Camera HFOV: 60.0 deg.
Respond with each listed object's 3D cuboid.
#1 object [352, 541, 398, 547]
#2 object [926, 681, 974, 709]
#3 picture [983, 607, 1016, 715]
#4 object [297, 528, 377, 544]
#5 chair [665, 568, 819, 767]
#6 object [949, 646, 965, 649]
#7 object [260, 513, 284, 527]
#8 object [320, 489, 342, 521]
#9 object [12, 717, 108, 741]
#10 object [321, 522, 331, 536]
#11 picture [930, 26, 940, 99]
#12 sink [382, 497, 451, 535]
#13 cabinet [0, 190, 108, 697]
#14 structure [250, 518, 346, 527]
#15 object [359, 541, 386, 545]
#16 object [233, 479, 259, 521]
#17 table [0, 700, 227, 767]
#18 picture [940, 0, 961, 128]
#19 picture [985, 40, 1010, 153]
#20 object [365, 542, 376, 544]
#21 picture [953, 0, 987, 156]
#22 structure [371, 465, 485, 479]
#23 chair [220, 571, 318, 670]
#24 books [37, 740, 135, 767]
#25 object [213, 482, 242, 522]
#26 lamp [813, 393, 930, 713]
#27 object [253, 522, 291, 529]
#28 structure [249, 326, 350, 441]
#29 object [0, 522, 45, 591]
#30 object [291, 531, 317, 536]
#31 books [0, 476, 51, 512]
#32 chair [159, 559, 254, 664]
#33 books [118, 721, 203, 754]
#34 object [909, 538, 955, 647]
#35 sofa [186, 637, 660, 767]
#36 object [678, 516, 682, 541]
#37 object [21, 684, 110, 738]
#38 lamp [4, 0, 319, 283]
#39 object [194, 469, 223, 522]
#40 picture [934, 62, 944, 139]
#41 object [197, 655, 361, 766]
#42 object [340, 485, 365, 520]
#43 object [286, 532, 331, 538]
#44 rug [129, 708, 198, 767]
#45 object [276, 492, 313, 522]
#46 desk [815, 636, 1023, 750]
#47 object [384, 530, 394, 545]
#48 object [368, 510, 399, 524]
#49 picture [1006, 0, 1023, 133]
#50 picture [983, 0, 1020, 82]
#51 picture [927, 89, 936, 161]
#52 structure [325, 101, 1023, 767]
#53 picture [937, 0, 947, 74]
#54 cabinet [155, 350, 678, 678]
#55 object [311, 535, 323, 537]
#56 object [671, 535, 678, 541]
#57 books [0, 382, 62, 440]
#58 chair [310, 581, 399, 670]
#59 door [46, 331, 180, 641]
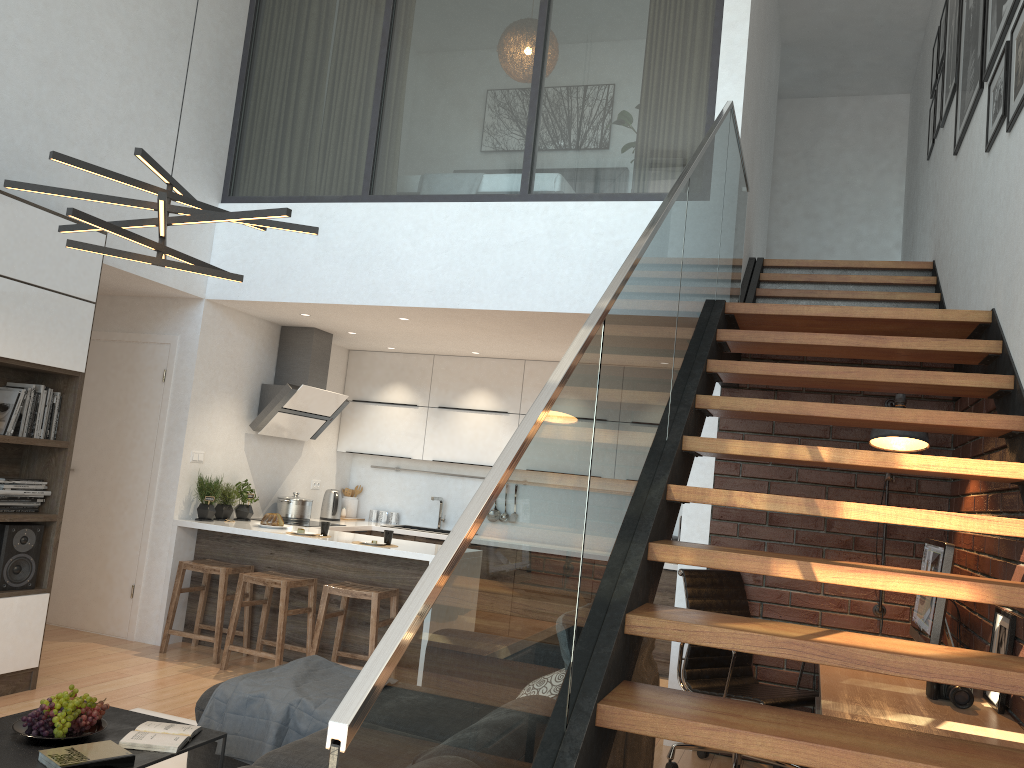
[{"bbox_3d":[-0.893,1.045,5.782,0.304,0.002,0.304,11,-8,-38],"label":"object"},{"bbox_3d":[1.521,1.042,3.058,0.149,0.119,0.166,4,-6,16],"label":"object"},{"bbox_3d":[1.707,0.960,3.104,0.049,0.329,0.279,4,-7,19],"label":"picture"},{"bbox_3d":[-1.155,1.001,5.840,0.597,0.039,0.064,4,-6,15],"label":"object"},{"bbox_3d":[1.194,1.476,4.463,0.651,0.991,0.700,11,-8,-36],"label":"chair"},{"bbox_3d":[1.664,1.067,3.348,0.149,0.160,0.252,3,-7,28],"label":"object"},{"bbox_3d":[-1.702,0.968,6.298,0.155,0.101,0.161,4,-6,15],"label":"object"},{"bbox_3d":[-1.578,1.052,7.736,0.179,0.270,0.220,5,-6,7],"label":"object"},{"bbox_3d":[-1.538,1.174,3.019,0.295,0.026,0.295,5,-6,13],"label":"object"},{"bbox_3d":[-1.271,0.985,6.023,0.066,0.093,0.066,10,-8,-35],"label":"object"},{"bbox_3d":[3.160,-2.393,6.610,0.025,0.410,0.333,4,-7,19],"label":"picture"},{"bbox_3d":[-0.718,1.246,7.746,0.706,0.518,0.512,4,-7,19],"label":"sink"},{"bbox_3d":[-3.176,0.101,2.987,0.338,2.494,4.036,4,-7,19],"label":"cabinet"},{"bbox_3d":[-1.706,1.096,7.042,0.550,0.006,0.609,4,-7,19],"label":"structure"},{"bbox_3d":[-0.903,1.031,5.742,0.176,0.014,0.176,3,-7,24],"label":"object"},{"bbox_3d":[-2.013,0.868,6.655,0.179,0.311,0.172,2,-7,30],"label":"object"},{"bbox_3d":[-1.486,1.352,2.975,0.700,0.323,0.700,4,-7,19],"label":"table"},{"bbox_3d":[2.816,-2.240,5.661,0.025,0.990,0.654,4,-7,19],"label":"picture"},{"bbox_3d":[2.148,-1.260,3.919,0.025,0.333,0.410,4,-7,19],"label":"picture"},{"bbox_3d":[-0.906,1.022,5.689,0.126,0.012,0.025,1,-8,38],"label":"object"},{"bbox_3d":[2.499,-1.880,4.819,0.025,0.990,0.871,4,-7,19],"label":"picture"},{"bbox_3d":[0.099,0.867,7.818,3.000,0.045,0.050,4,-7,19],"label":"structure"},{"bbox_3d":[-1.518,1.521,5.628,0.450,0.600,0.350,3,-7,24],"label":"chair"},{"bbox_3d":[-1.328,1.167,2.769,0.179,0.029,0.225,0,-8,42],"label":"books"},{"bbox_3d":[-2.082,0.854,6.472,0.221,0.283,0.211,2,-7,32],"label":"object"},{"bbox_3d":[1.838,1.002,4.185,0.462,2.003,1.054,6,-6,3],"label":"lamp"},{"bbox_3d":[-1.700,1.006,6.279,0.261,0.021,0.261,4,-6,14],"label":"object"},{"bbox_3d":[-1.668,-0.049,7.200,0.407,0.998,0.898,4,-7,19],"label":"structure"},{"bbox_3d":[-2.645,0.896,4.658,0.244,0.331,0.214,2,-7,29],"label":"object"},{"bbox_3d":[-1.395,1.003,5.951,0.176,0.014,0.176,5,-6,9],"label":"object"},{"bbox_3d":[-2.652,0.577,4.647,0.224,0.176,0.374,4,-7,19],"label":"books"},{"bbox_3d":[-2.012,1.502,5.928,0.450,0.600,0.350,4,-7,19],"label":"chair"},{"bbox_3d":[-1.212,1.215,3.069,0.199,0.025,0.294,6,-6,-2],"label":"books"},{"bbox_3d":[1.755,0.954,3.957,0.431,0.535,0.716,4,-7,19],"label":"object"},{"bbox_3d":[-0.846,1.066,2.641,2.108,0.995,3.169,4,-7,19],"label":"sofa"},{"bbox_3d":[1.477,1.240,7.030,0.274,0.378,0.532,4,-7,19],"label":"object"},{"bbox_3d":[-1.535,1.105,3.034,0.256,0.173,0.279,4,-6,16],"label":"object"},{"bbox_3d":[-1.087,-2.229,3.393,1.200,3.645,0.831,2,-7,29],"label":"lamp"},{"bbox_3d":[-2.150,0.783,6.273,0.186,0.367,0.196,4,-7,19],"label":"object"},{"bbox_3d":[2.979,-1.967,6.172,0.025,0.410,0.333,4,-7,19],"label":"picture"},{"bbox_3d":[-0.861,1.384,3.682,0.548,0.369,0.685,3,-7,27],"label":"object"},{"bbox_3d":[-1.506,1.083,8.160,0.221,0.316,0.330,4,-7,19],"label":"object"},{"bbox_3d":[-1.372,1.017,5.981,0.305,0.002,0.305,7,-6,-12],"label":"object"},{"bbox_3d":[-1.563,1.537,3.122,1.606,0.013,2.496,4,-7,19],"label":"rug"},{"bbox_3d":[-1.771,0.993,7.223,0.315,0.223,0.288,9,-7,-29],"label":"object"},{"bbox_3d":[1.514,1.534,3.553,0.610,0.750,2.182,4,-7,19],"label":"desk"},{"bbox_3d":[-0.815,1.011,5.832,0.066,0.093,0.066,7,-6,-8],"label":"object"},{"bbox_3d":[-1.182,1.223,8.159,0.297,0.105,0.112,4,-7,21],"label":"object"},{"bbox_3d":[1.996,-1.268,3.480,0.022,0.440,0.358,4,-7,19],"label":"picture"},{"bbox_3d":[2.158,-1.844,3.845,0.025,0.654,0.990,4,-7,19],"label":"picture"},{"bbox_3d":[3.110,-1.910,6.558,0.025,0.410,0.333,4,-7,19],"label":"picture"},{"bbox_3d":[1.309,0.371,3.499,1.289,3.460,5.660,4,-7,19],"label":"structure"},{"bbox_3d":[3.030,-2.447,6.224,0.025,0.410,0.333,4,-7,19],"label":"picture"},{"bbox_3d":[-0.267,0.857,6.696,3.495,2.401,2.401,4,-7,19],"label":"cabinet"},{"bbox_3d":[-1.297,1.010,5.899,0.025,0.011,0.126,3,-7,23],"label":"object"},{"bbox_3d":[1.234,1.330,7.258,0.260,0.195,0.177,1,-8,39],"label":"object"},{"bbox_3d":[-2.616,0.137,4.725,0.201,0.287,0.332,4,-7,19],"label":"books"},{"bbox_3d":[-0.970,1.566,5.520,0.450,0.600,0.350,4,-6,17],"label":"chair"},{"bbox_3d":[-2.931,0.683,6.341,0.974,2.136,0.085,4,-7,19],"label":"door"}]
